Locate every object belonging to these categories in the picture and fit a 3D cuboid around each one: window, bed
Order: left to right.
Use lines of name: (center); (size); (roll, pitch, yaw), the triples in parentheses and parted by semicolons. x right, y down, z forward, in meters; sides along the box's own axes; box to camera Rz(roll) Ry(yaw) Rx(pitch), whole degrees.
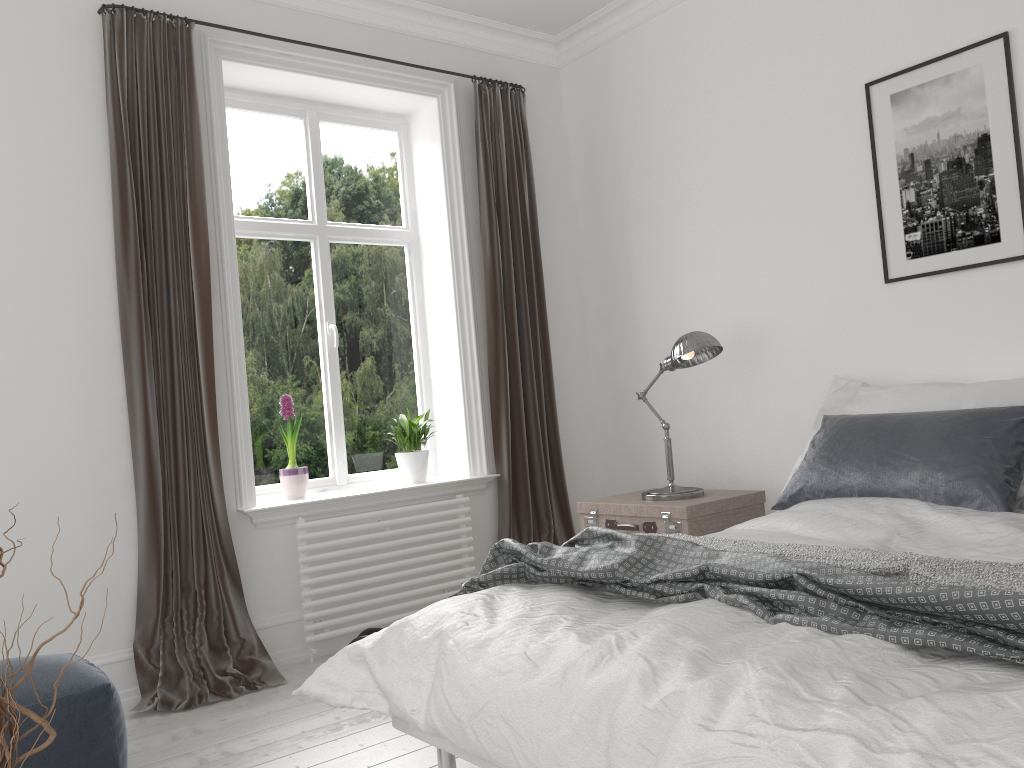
window: (-0.906, -0.433, 4.369); (1.112, 1.956, 0.120); (-4, -2, -38)
bed: (1.046, 0.503, 2.197); (2.473, 0.926, 2.217); (-4, -2, -38)

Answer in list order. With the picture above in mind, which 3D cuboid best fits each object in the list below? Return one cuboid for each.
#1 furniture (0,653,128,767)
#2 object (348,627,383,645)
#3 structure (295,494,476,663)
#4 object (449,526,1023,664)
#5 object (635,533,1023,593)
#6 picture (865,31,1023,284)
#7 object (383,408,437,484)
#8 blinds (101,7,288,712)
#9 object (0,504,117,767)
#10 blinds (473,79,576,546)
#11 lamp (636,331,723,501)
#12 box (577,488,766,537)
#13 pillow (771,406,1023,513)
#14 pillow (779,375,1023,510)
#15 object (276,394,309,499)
furniture: (-1.402, 0.975, 2.394); (0.646, 0.423, 0.646); (-4, -2, -37)
object: (-0.551, 1.058, 3.474); (0.179, 0.179, 0.326); (-5, -2, 7)
structure: (-0.559, 0.883, 4.037); (0.887, 0.670, 0.114); (-4, -2, -38)
object: (0.546, 0.545, 1.792); (0.536, 0.377, 2.154); (-4, -2, -36)
object: (0.835, 0.632, 2.034); (0.521, 0.500, 2.236); (-4, -2, -35)
picture: (1.627, -0.826, 3.347); (0.015, 0.810, 0.545); (-4, -2, -38)
object: (-0.491, 0.301, 4.378); (0.284, 0.369, 0.215); (-6, -2, 30)
blinds: (-1.288, -0.144, 3.440); (0.582, 2.681, 0.294); (-4, -2, -31)
object: (-0.580, 0.422, 0.942); (0.291, 0.666, 0.313); (-5, -2, 15)
blinds: (0.099, -0.234, 4.485); (0.779, 2.680, 0.327); (-3, -2, -43)
lamp: (0.725, 0.138, 3.814); (0.269, 0.699, 0.488); (-4, -2, -38)
box: (0.688, 0.588, 3.900); (0.537, 0.185, 0.647); (-4, -2, -38)
pillow: (1.332, 0.261, 3.003); (0.405, 0.329, 0.837); (-4, -2, -38)
pillow: (1.773, 0.163, 2.771); (0.465, 0.529, 1.965); (-4, -2, -39)
object: (-1.002, 0.283, 4.033); (0.129, 0.476, 0.129); (-5, -2, 12)
